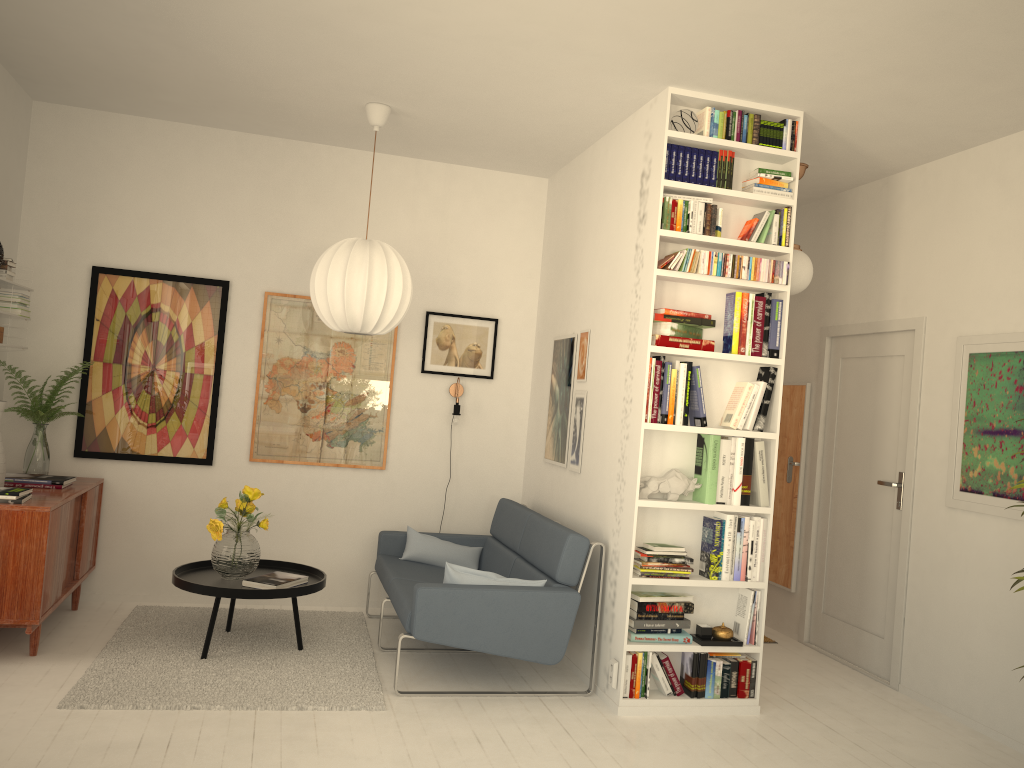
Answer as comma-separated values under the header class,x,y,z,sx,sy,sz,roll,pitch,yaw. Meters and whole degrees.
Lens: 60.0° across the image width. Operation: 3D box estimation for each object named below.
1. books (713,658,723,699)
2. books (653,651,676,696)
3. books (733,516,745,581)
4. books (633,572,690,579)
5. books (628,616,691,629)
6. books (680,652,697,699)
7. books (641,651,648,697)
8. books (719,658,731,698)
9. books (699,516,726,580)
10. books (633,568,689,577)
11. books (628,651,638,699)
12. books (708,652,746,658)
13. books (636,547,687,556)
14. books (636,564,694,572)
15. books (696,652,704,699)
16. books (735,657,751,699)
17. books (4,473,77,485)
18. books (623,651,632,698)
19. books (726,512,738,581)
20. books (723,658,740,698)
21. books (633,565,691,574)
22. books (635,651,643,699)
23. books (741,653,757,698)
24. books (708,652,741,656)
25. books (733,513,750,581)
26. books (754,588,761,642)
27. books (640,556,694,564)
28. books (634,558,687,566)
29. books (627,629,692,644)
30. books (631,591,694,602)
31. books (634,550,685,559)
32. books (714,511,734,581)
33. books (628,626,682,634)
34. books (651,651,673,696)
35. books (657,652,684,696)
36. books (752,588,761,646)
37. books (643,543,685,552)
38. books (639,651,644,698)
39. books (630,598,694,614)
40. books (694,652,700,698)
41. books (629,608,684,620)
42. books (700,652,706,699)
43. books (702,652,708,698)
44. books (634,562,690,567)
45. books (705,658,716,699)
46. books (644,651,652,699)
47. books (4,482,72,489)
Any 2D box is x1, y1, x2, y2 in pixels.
class,x,y,z,sx,sy,sz,roll,pitch,yaw
books,0.942,1.390,4.272,0.032,0.176,0.222,5,-1,-15
books,0.707,1.360,4.192,0.118,0.192,0.118,5,-2,-15
books,1.062,0.787,4.280,0.035,0.304,0.150,5,-2,-15
books,0.689,0.896,4.189,0.247,0.009,0.170,5,-1,-12
books,0.673,1.119,4.197,0.297,0.039,0.165,5,-1,-20
books,0.825,1.360,4.232,0.015,0.214,0.202,5,-1,-15
books,0.589,1.340,4.181,0.021,0.215,0.174,5,-2,-15
books,0.981,1.400,4.282,0.048,0.163,0.209,5,-1,-15
books,0.948,0.784,4.278,0.057,0.284,0.200,5,-2,-15
books,0.686,0.884,4.186,0.246,0.014,0.173,5,-1,-16
books,0.536,1.341,4.157,0.026,0.206,0.187,5,-2,-15
books,1.009,1.299,4.284,0.193,0.012,0.130,5,-1,-15
books,0.697,0.789,4.210,0.212,0.017,0.165,5,-1,-17
books,0.714,0.863,4.229,0.255,0.014,0.197,5,-1,-5
books,0.856,1.363,4.234,0.015,0.214,0.202,5,-1,-15
books,1.081,1.401,4.302,0.056,0.180,0.202,5,-1,-15
books,-2.543,0.503,4.707,0.368,0.020,0.255,5,-1,-12
books,0.503,1.343,4.152,0.039,0.199,0.185,5,-1,-15
books,1.022,0.777,4.312,0.027,0.311,0.228,5,-2,-15
books,1.025,1.401,4.308,0.050,0.170,0.221,5,-1,-15
books,0.696,0.873,4.197,0.248,0.009,0.171,5,-1,-12
books,0.560,1.340,4.159,0.020,0.211,0.184,5,-2,-15
books,1.119,1.406,4.331,0.032,0.176,0.230,5,-1,-15
books,1.001,1.289,4.263,0.165,0.006,0.103,5,-1,-15
books,1.083,0.785,4.319,0.025,0.306,0.213,5,-2,-15
books,1.162,1.120,4.311,0.011,0.256,0.139,5,-2,-15
books,0.722,0.823,4.215,0.235,0.025,0.163,5,-1,-8
books,0.690,0.839,4.185,0.238,0.012,0.120,5,-1,-20
books,0.679,1.186,4.214,0.297,0.038,0.204,5,-1,-10
books,0.694,1.004,4.220,0.297,0.024,0.162,5,-1,-24
books,0.684,0.801,4.198,0.221,0.010,0.169,5,-1,-12
books,0.992,0.774,4.302,0.037,0.312,0.241,5,-2,-15
books,0.658,1.149,4.209,0.241,0.024,0.168,5,-1,-20
books,0.677,1.354,4.191,0.135,0.200,0.134,5,-2,-15
books,0.736,1.366,4.207,0.131,0.188,0.136,5,-2,-15
books,1.151,1.118,4.317,0.007,0.257,0.181,5,-2,-15
books,0.714,0.772,4.193,0.166,0.019,0.127,5,-1,-21
books,0.572,1.343,4.176,0.012,0.206,0.193,5,-1,-15
books,0.691,1.041,4.204,0.285,0.047,0.185,5,-1,-15
books,0.838,1.361,4.243,0.015,0.214,0.202,5,-1,-15
books,0.670,1.082,4.197,0.247,0.039,0.143,5,-1,-18
books,0.868,1.364,4.245,0.015,0.214,0.202,5,-1,-15
books,0.881,1.365,4.254,0.015,0.214,0.202,5,-1,-15
books,0.700,0.850,4.206,0.250,0.008,0.135,5,-1,-18
books,0.906,1.386,4.268,0.044,0.179,0.224,5,-1,-15
books,0.608,1.342,4.171,0.010,0.215,0.193,5,-2,-15
books,-2.556,0.523,4.697,0.371,0.022,0.259,5,-1,-15
